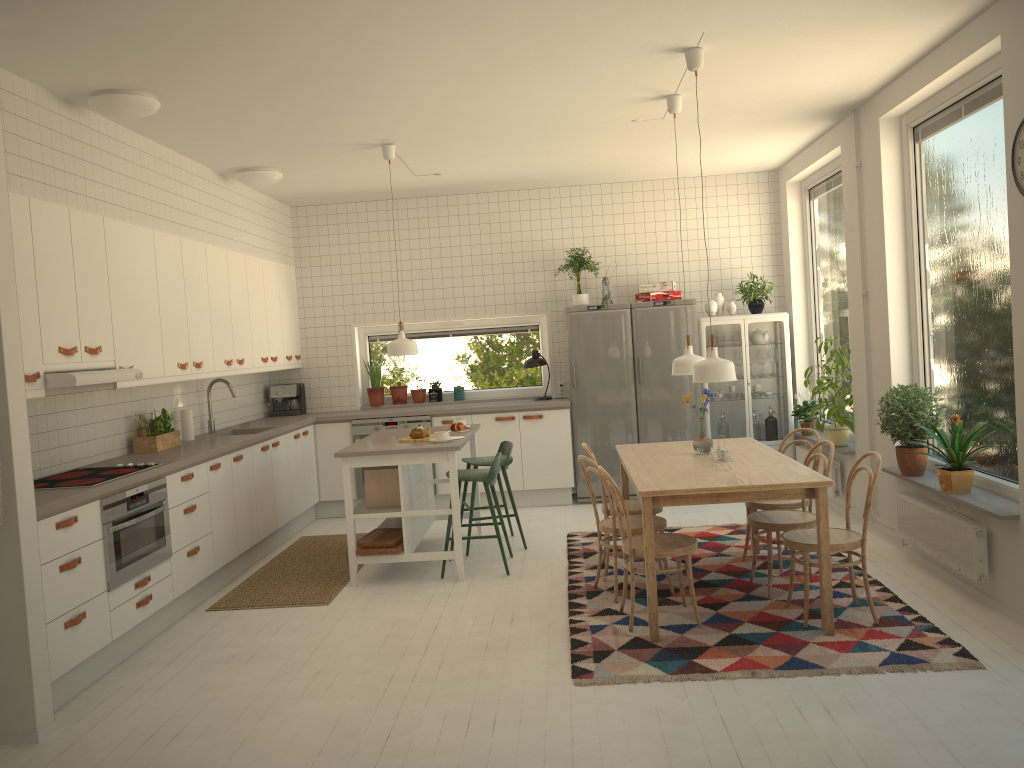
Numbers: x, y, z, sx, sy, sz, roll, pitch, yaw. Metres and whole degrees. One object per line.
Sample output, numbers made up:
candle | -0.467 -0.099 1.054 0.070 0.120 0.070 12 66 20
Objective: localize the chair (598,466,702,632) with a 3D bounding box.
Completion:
chair | 0.707 0.809 4.556 0.483 0.810 0.385 -4 2 1

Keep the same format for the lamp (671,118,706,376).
lamp | 1.032 -0.854 5.361 0.230 1.595 0.229 -6 3 -41

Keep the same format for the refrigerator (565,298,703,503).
refrigerator | 1.112 0.160 8.063 1.146 1.777 0.559 -4 2 3

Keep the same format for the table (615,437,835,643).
table | 1.110 0.799 5.012 0.894 0.749 1.798 -4 3 3

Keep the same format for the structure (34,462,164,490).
structure | -2.224 0.493 4.609 0.504 0.057 0.764 -4 3 3

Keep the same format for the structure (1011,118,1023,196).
structure | 2.217 -0.963 3.727 0.074 0.371 0.371 -4 3 3

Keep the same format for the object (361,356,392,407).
object | -1.303 -0.037 8.525 0.300 0.499 0.333 -4 3 -14

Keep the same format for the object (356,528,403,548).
object | -0.846 1.015 5.871 0.280 0.030 0.430 -3 3 12

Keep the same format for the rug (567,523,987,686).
rug | 1.207 1.153 5.246 1.748 0.035 3.026 -4 3 3

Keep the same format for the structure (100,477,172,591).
structure | -2.255 0.779 4.631 0.704 0.447 0.682 -4 3 3

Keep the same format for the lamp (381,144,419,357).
lamp | -0.808 -0.940 6.149 0.229 1.490 0.230 -4 2 4

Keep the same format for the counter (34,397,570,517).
counter | -1.013 0.419 6.033 2.856 0.163 4.846 -4 3 3

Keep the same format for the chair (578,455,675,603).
chair | 0.643 0.788 5.063 0.483 0.810 0.385 -4 3 -14

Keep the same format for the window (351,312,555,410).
window | -0.554 -0.223 8.546 1.898 0.816 0.293 -4 2 3

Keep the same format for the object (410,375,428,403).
object | -0.887 0.049 8.497 0.194 0.277 0.177 -5 3 -30

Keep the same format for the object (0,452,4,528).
object | -2.248 0.293 3.515 0.439 0.612 0.093 -4 2 3

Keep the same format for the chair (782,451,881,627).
chair | 1.605 0.756 4.445 0.483 0.810 0.385 -3 2 6

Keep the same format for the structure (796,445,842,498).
structure | 2.519 0.700 7.256 0.113 0.276 1.016 -4 3 3

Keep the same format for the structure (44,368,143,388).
structure | -2.303 -0.028 4.601 0.482 0.073 0.681 -4 3 3

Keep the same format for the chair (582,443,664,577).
chair | 0.704 0.759 5.570 0.483 0.810 0.385 -3 2 6

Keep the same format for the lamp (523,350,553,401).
lamp | 0.226 -0.083 8.201 0.239 0.465 0.262 -2 3 32

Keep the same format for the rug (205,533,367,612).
rug | -1.408 1.283 6.279 0.750 0.004 2.001 -4 3 3

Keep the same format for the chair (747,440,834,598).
chair | 1.559 0.734 4.949 0.483 0.810 0.385 -4 2 1

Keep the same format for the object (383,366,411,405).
object | -1.090 0.011 8.530 0.258 0.369 0.234 -3 3 15

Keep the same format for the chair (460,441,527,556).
chair | -0.179 0.815 6.509 0.446 0.752 0.485 -4 3 -12

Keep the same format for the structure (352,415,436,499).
structure | -1.035 0.639 8.210 0.705 0.710 0.704 -4 3 3

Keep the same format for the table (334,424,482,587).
table | -0.655 0.803 6.273 0.794 0.864 1.424 -4 3 3

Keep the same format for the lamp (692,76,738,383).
lamp | 0.985 -0.809 4.504 0.229 1.595 0.230 -2 3 38

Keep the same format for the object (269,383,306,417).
object | -2.136 0.152 8.329 0.316 0.292 0.280 -4 3 4

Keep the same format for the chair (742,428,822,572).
chair | 1.680 0.700 5.501 0.484 0.810 0.385 -5 3 -24

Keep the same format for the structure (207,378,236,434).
structure | -2.242 0.167 6.843 0.236 0.421 0.063 -3 2 11

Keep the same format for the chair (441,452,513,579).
chair | -0.248 0.850 5.896 0.446 0.752 0.485 -4 3 3

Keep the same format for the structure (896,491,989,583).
structure | 2.390 0.824 4.926 0.113 0.278 1.029 -4 3 3
